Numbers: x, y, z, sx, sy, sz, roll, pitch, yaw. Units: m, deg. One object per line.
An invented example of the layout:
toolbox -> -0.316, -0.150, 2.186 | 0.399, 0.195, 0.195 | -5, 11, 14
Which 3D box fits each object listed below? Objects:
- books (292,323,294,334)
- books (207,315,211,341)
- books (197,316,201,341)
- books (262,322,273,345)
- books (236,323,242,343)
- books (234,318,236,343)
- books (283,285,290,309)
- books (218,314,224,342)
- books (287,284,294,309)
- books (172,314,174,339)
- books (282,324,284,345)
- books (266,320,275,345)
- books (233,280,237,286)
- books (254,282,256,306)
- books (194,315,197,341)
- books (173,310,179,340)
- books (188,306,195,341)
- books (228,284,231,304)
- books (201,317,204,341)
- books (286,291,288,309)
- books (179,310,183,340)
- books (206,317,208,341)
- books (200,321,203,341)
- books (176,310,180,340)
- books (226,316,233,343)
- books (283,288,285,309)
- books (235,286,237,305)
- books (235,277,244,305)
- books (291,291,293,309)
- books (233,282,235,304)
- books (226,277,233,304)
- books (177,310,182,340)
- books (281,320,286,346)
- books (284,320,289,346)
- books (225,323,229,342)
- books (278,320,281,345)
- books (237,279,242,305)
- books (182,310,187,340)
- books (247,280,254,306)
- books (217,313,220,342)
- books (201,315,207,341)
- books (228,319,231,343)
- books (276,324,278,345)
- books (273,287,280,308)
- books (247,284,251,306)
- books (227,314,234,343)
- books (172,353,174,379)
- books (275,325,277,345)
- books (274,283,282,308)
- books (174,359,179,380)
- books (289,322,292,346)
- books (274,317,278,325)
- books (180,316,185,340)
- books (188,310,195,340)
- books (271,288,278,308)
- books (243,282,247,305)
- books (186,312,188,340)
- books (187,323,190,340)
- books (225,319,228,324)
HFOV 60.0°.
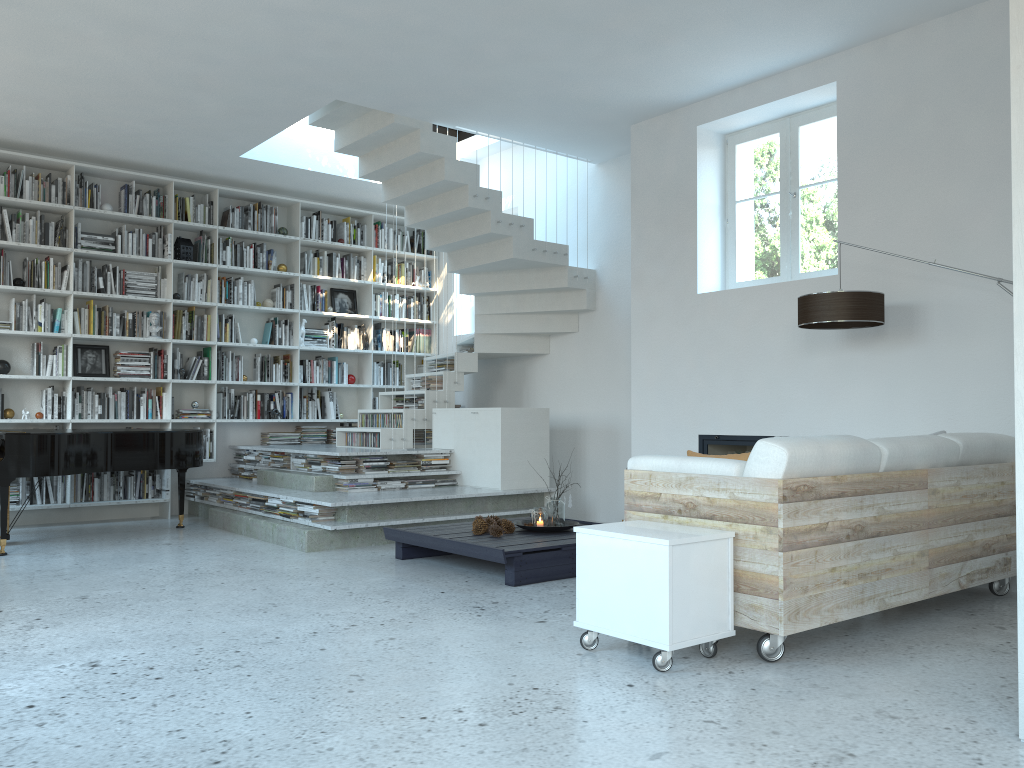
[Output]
books -> -2.268, -0.495, 9.075 | 0.010, 0.245, 0.158 | 1, -2, -39
books -> -2.949, -0.527, 8.553 | 0.033, 0.268, 0.142 | 1, -2, -39
books -> -3.015, -0.517, 8.456 | 0.027, 0.242, 0.188 | 1, -2, -39
books -> -2.469, -0.497, 8.932 | 0.056, 0.241, 0.153 | 1, -2, -39
books -> -2.707, -0.491, 8.709 | 0.051, 0.210, 0.176 | 1, -2, -39
books -> -2.748, -0.514, 8.712 | 0.007, 0.254, 0.161 | 1, -2, -39
books -> -2.309, -0.870, 9.049 | 0.016, 0.257, 0.176 | 1, -2, -39
books -> -2.834, -0.531, 8.601 | 0.013, 0.279, 0.191 | 1, -2, -39
books -> -2.269, -0.880, 9.077 | 0.005, 0.278, 0.182 | 1, -2, -39
books -> -3.217, -0.525, 8.350 | 0.013, 0.247, 0.176 | 1, -2, -39
books -> -2.354, -0.487, 9.001 | 0.012, 0.224, 0.178 | 1, -2, -39
books -> -2.436, -0.509, 8.950 | 0.021, 0.264, 0.174 | 1, -2, -39
books -> -2.735, -0.883, 8.726 | 0.011, 0.257, 0.131 | 1, -2, -39
books -> -2.594, -0.876, 8.844 | 0.034, 0.254, 0.161 | 1, -2, -39
books -> -3.048, -0.523, 8.460 | 0.033, 0.253, 0.174 | 1, -2, -39
books -> -3.177, -0.547, 8.349 | 0.035, 0.293, 0.145 | 1, -2, -39
books -> -3.060, -0.566, 8.447 | 0.021, 0.337, 0.169 | 1, -2, -39
books -> -2.796, -0.865, 8.674 | 0.026, 0.216, 0.161 | 1, -2, -39
books -> -2.993, -0.514, 8.508 | 0.028, 0.239, 0.145 | 1, -2, -39
books -> -2.326, -0.843, 9.048 | 0.013, 0.202, 0.173 | 1, -2, -39
books -> -3.154, -0.546, 8.381 | 0.035, 0.293, 0.145 | 1, -2, -39
books -> -2.966, -0.517, 8.543 | 0.019, 0.247, 0.149 | 1, -2, -39
books -> -3.001, -0.498, 8.476 | 0.034, 0.204, 0.181 | 1, -2, -39
books -> -3.174, -0.547, 8.365 | 0.035, 0.293, 0.145 | 1, -2, -39
books -> -2.768, -0.523, 8.678 | 0.006, 0.270, 0.178 | 1, -2, -39
books -> -2.351, -0.856, 9.036 | 0.016, 0.228, 0.160 | 1, -2, -39
books -> -2.745, -0.852, 8.709 | 0.025, 0.194, 0.171 | 1, -2, -39
books -> -2.697, -0.901, 8.759 | 0.027, 0.295, 0.159 | 1, -2, -39
books -> -2.280, -0.844, 9.075 | 0.012, 0.206, 0.169 | 1, -2, -39
books -> -2.758, -0.875, 8.688 | 0.022, 0.237, 0.164 | 1, -2, -39
books -> -2.768, -0.897, 8.673 | 0.014, 0.280, 0.177 | 1, -2, -39
books -> -3.154, -0.547, 8.361 | 0.035, 0.293, 0.145 | 1, -2, -39
books -> -2.349, -0.512, 9.026 | 0.032, 0.274, 0.154 | 1, -2, -39
books -> -2.318, -0.511, 9.023 | 0.012, 0.273, 0.184 | 1, -2, -39
books -> -2.799, -0.486, 8.625 | 0.017, 0.192, 0.191 | 1, -2, -39
books -> -2.382, -0.507, 8.988 | 0.018, 0.263, 0.165 | 1, -2, -39
books -> -2.703, -0.886, 8.720 | 0.030, 0.263, 0.182 | 1, -2, -39
books -> -3.117, -0.546, 8.394 | 0.019, 0.294, 0.163 | 1, -2, -39
books -> -2.610, -0.888, 8.802 | 0.024, 0.272, 0.169 | 1, -2, -39
books -> -2.878, -0.536, 8.585 | 0.035, 0.287, 0.191 | 1, -2, -39
books -> -2.971, -0.527, 8.519 | 0.032, 0.266, 0.143 | 1, -2, -39
books -> -2.783, -0.509, 8.678 | 0.017, 0.243, 0.132 | 1, -2, -39
books -> -2.408, -0.486, 8.964 | 0.013, 0.219, 0.187 | 1, -2, -39
books -> -2.395, -0.860, 9.000 | 0.012, 0.232, 0.154 | 1, -2, -39
books -> -2.635, -0.868, 8.797 | 0.021, 0.232, 0.183 | 1, -2, -39
books -> -2.760, -0.531, 8.692 | 0.013, 0.287, 0.159 | 1, -2, -39
books -> -3.210, -0.161, 8.327 | 0.028, 0.253, 0.142 | 1, -2, -39
books -> -2.415, -0.482, 8.958 | 0.006, 0.209, 0.188 | 1, -2, -39
books -> -2.377, -0.878, 9.000 | 0.015, 0.267, 0.164 | 1, -2, -39
books -> -3.176, -0.130, 8.328 | 0.027, 0.192, 0.182 | 1, -2, -39
books -> -2.291, -0.500, 9.049 | 0.011, 0.252, 0.169 | 1, -2, -39
books -> -2.407, -0.524, 8.985 | 0.013, 0.295, 0.154 | 1, -2, -39
books -> -3.133, -0.515, 8.385 | 0.015, 0.231, 0.180 | 1, -2, -39
books -> -3.059, -0.544, 8.424 | 0.019, 0.293, 0.182 | 1, -2, -39
books -> -2.413, -0.854, 8.993 | 0.015, 0.220, 0.140 | 1, -2, -39
books -> -2.668, -0.876, 8.763 | 0.025, 0.244, 0.183 | 1, -2, -39
books -> -3.117, -0.537, 8.424 | 0.035, 0.278, 0.139 | 1, -2, -39
books -> -3.099, -0.488, 8.441 | 0.030, 0.181, 0.131 | 1, -2, -39
books -> -2.806, -0.510, 8.654 | 0.008, 0.242, 0.169 | 1, -2, -39
